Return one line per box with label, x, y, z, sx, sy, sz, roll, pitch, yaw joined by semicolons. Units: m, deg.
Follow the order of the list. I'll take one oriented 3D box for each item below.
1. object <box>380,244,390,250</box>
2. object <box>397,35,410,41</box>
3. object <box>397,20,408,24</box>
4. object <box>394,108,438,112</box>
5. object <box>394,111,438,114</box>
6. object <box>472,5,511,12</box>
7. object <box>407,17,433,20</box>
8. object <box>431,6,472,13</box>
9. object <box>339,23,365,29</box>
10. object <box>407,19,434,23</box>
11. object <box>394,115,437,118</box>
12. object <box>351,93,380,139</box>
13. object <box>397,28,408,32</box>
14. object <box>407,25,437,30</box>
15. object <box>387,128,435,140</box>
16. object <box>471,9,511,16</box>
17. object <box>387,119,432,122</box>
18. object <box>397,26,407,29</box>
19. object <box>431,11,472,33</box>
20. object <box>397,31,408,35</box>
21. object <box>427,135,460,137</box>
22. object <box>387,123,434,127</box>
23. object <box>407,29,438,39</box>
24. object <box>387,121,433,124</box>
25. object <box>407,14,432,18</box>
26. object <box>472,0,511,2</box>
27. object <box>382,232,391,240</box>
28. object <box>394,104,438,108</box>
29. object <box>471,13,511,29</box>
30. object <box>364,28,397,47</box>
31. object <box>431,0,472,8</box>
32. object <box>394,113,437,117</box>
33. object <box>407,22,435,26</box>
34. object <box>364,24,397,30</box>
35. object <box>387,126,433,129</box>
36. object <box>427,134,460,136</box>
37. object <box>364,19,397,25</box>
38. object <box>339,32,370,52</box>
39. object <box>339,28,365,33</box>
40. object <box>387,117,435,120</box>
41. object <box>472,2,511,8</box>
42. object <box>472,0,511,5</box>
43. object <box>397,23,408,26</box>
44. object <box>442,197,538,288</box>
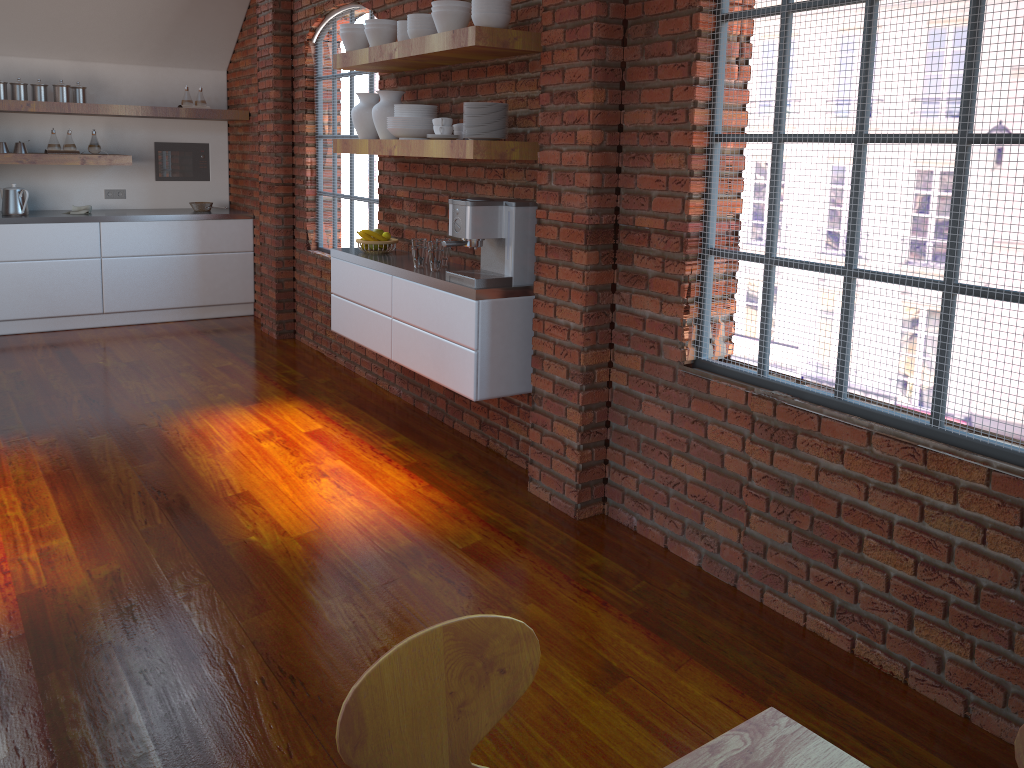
object;-0.707;-0.775;4.873;0.070;0.068;0.069;-4;13;-24
object;-0.525;-1.706;4.393;0.099;0.060;0.101;3;13;6
object;-0.523;-1.773;4.383;0.099;0.060;0.101;3;13;6
object;-0.471;-1.316;4.310;0.215;0.054;0.217;-11;19;-40
object;-0.471;-1.306;4.311;0.215;0.054;0.217;-11;19;-40
object;-0.086;-1.532;3.663;0.165;0.060;0.169;3;14;6
object;-0.416;-1.706;4.190;0.167;0.060;0.168;-10;18;-37
object;-0.269;-1.613;3.908;0.181;0.102;0.184;8;15;26
object;-0.831;-1.862;4.703;0.180;0.102;0.185;2;13;3
object;-0.416;-1.694;4.192;0.167;0.060;0.168;-10;18;-37
object;-0.472;-1.285;4.314;0.215;0.054;0.217;-11;19;-40
object;-0.780;-1.458;4.805;0.192;0.245;0.196;3;11;6
object;-0.524;-1.735;4.389;0.099;0.060;0.101;3;13;6
object;-0.417;-1.668;4.195;0.167;0.060;0.168;-10;18;-37
object;-0.473;-1.226;4.322;0.285;0.054;0.285;13;19;39
object;-0.087;-1.519;3.665;0.165;0.060;0.169;3;14;6
object;-0.472;-1.266;4.317;0.285;0.054;0.285;13;19;39
object;-0.524;-1.748;4.387;0.099;0.060;0.101;3;13;6
object;-0.269;-1.592;3.911;0.181;0.102;0.184;8;15;26
object;-0.524;-1.722;4.390;0.099;0.060;0.101;3;13;6
object;-0.312;-1.126;4.015;0.154;0.012;0.157;6;16;17
object;-0.473;-1.247;4.319;0.285;0.054;0.285;13;19;39
object;-0.417;-1.652;4.198;0.167;0.060;0.168;-10;18;-37
object;-0.472;-1.257;4.318;0.285;0.054;0.285;13;19;39
object;-0.416;-1.719;4.188;0.167;0.060;0.168;-10;18;-37
object;-0.085;-1.569;3.658;0.165;0.060;0.169;3;14;6
object;-0.690;-0.813;4.837;0.047;0.045;0.056;3;12;8
object;-0.470;-1.335;4.307;0.215;0.054;0.217;-11;19;-40
object;-0.087;-1.502;3.667;0.165;0.060;0.169;3;14;6
object;-0.669;-1.765;4.525;0.180;0.102;0.185;2;13;3
object;-0.268;-1.635;3.905;0.181;0.102;0.184;8;15;26
object;-0.471;-1.295;4.313;0.215;0.054;0.217;-11;19;-40
object;-0.417;-1.681;4.194;0.167;0.060;0.168;-10;18;-37
object;-0.669;-1.786;4.522;0.180;0.102;0.185;2;13;3
object;-0.473;-1.236;4.321;0.285;0.054;0.285;13;19;39
object;-0.312;-1.131;4.014;0.154;0.012;0.157;6;16;17
object;-0.668;-1.808;4.519;0.180;0.102;0.185;2;13;3
object;-0.832;-1.819;4.709;0.180;0.102;0.185;2;13;3
object;-0.832;-1.839;4.706;0.180;0.102;0.185;2;13;3
object;-0.472;-1.276;4.315;0.285;0.054;0.285;13;19;39
object;-0.086;-1.545;3.661;0.165;0.060;0.169;3;14;6
object;-0.086;-1.556;3.660;0.165;0.060;0.169;3;14;6
object;-0.523;-1.760;4.385;0.099;0.060;0.101;3;13;6
object;-0.111;-0.625;3.828;0.381;0.363;0.275;-6;13;-32
